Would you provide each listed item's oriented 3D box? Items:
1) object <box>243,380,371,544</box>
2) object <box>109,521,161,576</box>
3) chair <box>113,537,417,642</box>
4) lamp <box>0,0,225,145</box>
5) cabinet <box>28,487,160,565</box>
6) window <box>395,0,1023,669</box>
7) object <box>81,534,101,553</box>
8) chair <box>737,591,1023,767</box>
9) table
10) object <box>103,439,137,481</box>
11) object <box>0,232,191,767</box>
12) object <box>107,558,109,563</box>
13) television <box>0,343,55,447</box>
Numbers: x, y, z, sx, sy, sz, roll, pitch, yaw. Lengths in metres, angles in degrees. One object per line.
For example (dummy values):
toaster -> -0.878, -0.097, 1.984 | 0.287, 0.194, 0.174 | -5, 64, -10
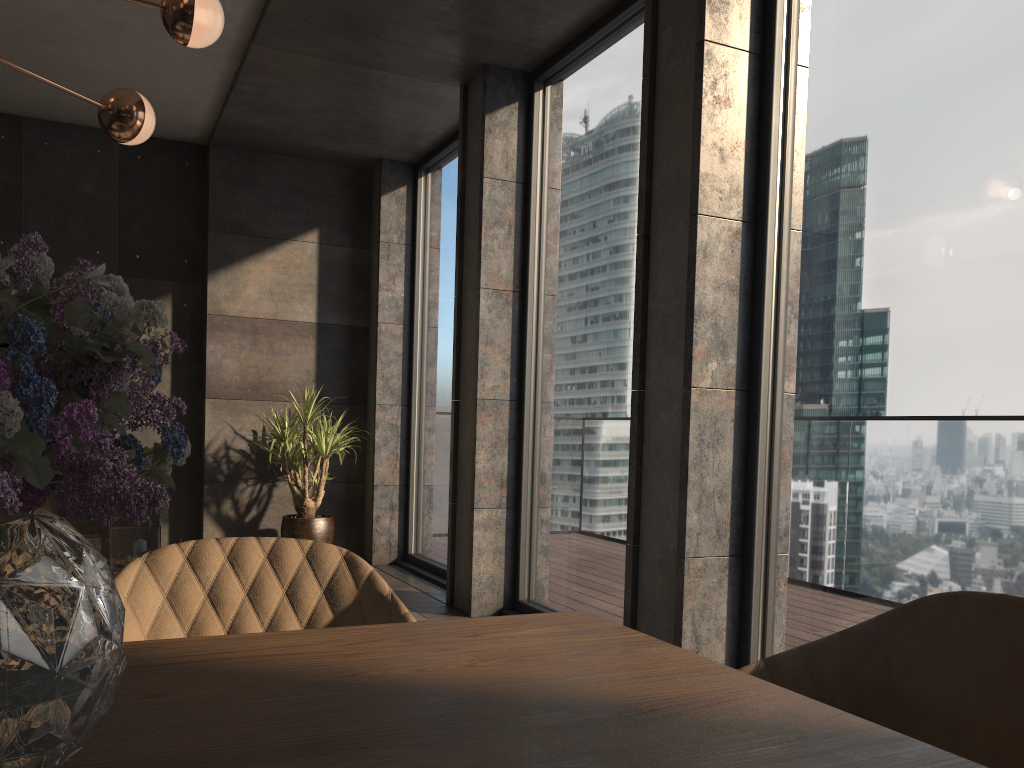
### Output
object -> -1.532, 0.647, 6.365 | 0.951, 1.364, 1.023 | 2, 0, 6
object -> -1.640, 0.738, 3.836 | 0.199, 0.261, 0.196 | 2, 0, -25
chair -> -0.392, 0.669, 1.287 | 0.555, 0.838, 0.509 | 2, 1, -16
lamp -> -1.498, -1.423, 2.419 | 1.013, 1.040, 1.465 | 1, -1, 41
cabinet -> -3.564, 0.953, 5.648 | 2.410, 0.552, 0.540 | 3, -1, -25
window -> 0.807, -0.265, 3.375 | 0.199, 3.003, 7.259 | 1, -2, -25
object -> -1.799, 0.746, 3.687 | 0.148, 0.221, 0.149 | 1, 1, -25
chair -> 0.428, 0.680, 1.045 | 0.510, 0.838, 0.554 | 1, 1, -21
table -> -0.403, 0.668, 0.654 | 1.468, 0.771, 0.768 | 3, -1, -25
object -> -2.653, 0.544, 5.967 | 0.198, 0.355, 0.248 | 1, 0, -15
object -> -0.383, 0.076, 0.600 | 0.328, 0.410, 0.298 | 2, 0, 35
object -> -1.704, 0.841, 4.116 | 0.346, 0.084, 0.348 | -1, -4, 42
television -> -3.602, 0.052, 5.832 | 1.267, 0.738, 0.057 | 3, 2, -25
